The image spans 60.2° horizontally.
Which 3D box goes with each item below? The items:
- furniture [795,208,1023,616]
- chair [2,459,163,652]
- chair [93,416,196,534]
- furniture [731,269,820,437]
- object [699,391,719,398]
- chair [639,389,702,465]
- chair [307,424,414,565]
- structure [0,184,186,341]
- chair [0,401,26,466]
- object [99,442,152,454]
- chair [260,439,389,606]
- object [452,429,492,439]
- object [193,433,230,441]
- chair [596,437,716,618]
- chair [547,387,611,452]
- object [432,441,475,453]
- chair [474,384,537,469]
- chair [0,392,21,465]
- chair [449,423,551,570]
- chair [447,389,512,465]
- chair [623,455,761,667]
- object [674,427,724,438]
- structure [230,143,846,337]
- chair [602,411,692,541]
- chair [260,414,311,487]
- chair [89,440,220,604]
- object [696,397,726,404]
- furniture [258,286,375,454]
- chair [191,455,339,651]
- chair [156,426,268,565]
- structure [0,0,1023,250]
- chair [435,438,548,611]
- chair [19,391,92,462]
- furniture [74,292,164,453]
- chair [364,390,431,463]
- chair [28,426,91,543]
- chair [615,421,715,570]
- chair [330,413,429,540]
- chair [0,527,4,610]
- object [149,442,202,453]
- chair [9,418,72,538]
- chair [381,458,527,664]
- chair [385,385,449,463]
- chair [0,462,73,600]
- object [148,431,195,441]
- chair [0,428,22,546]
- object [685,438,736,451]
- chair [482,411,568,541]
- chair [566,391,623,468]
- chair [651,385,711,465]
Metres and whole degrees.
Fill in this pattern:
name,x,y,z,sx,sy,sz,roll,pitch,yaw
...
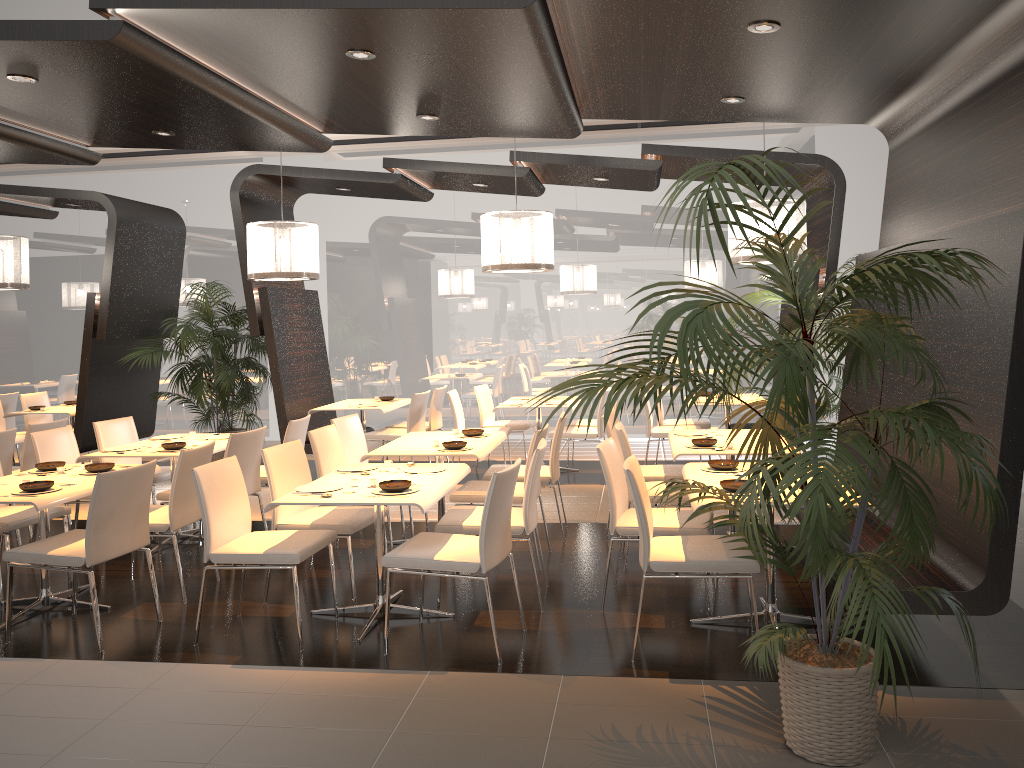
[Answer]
name,x,y,z,sx,sy,sz,roll,pitch,yaw
furniture,2.064,0.011,5.090,0.757,1.673,2.907,-1,3,8
chair,-2.217,0.856,4.612,0.605,0.870,0.484,-1,1,16
chair,-2.883,0.709,6.909,0.605,0.870,0.484,-1,1,16
furniture,2.557,-0.267,8.797,0.757,1.675,1.404,-1,1,8
object,2.039,0.108,9.187,0.303,0.044,0.365,-1,4,7
chair,1.549,0.471,8.639,0.605,0.874,0.484,-1,1,11
chair,-1.022,0.730,5.965,0.605,0.874,0.484,-1,1,11
structure,-6.871,-1.317,10.174,5.931,1.729,1.404,-1,1,8
chair,-5.536,0.582,9.670,0.605,0.870,0.484,-1,1,11
object,-2.718,0.449,6.222,0.335,0.038,0.378,-1,4,2
chair,-1.093,0.790,5.146,0.605,0.874,0.484,-1,1,16
object,-0.312,0.360,6.526,0.303,0.044,0.365,-1,4,7
object,-2.284,0.394,6.831,0.335,0.038,0.377,-2,4,-3
chair,0.789,0.758,4.871,0.605,0.870,0.484,-1,1,16
chair,0.684,0.484,8.755,0.605,0.870,0.484,-1,1,11
object,-0.406,0.409,5.884,0.303,0.044,0.365,-1,4,7
chair,-0.073,0.448,9.541,0.605,0.870,0.484,-1,1,16
chair,-6.185,0.550,10.397,0.605,0.874,0.484,-1,1,11
chair,-0.057,0.713,5.809,0.605,0.870,0.484,-1,1,11
chair,-0.331,0.503,8.888,0.605,0.874,0.484,-1,1,6
chair,0.846,0.804,4.202,0.605,0.870,0.484,-1,1,11
object,1.318,0.341,6.243,0.335,0.038,0.378,-1,4,2
structure,0.213,-1.430,9.143,5.931,1.729,1.404,-1,1,8
chair,0.969,0.650,6.352,0.605,0.874,0.484,-1,1,16
chair,-1.869,0.693,6.769,0.605,0.870,0.484,-1,1,6
chair,-2.124,0.807,5.298,0.605,0.874,0.484,-1,1,6
object,1.945,0.158,8.576,0.335,0.038,0.378,-1,4,2
furniture,-2.046,-0.193,9.468,0.757,1.675,1.404,-1,1,8
chair,-1.274,0.838,4.547,0.605,0.874,0.484,-1,1,11
chair,-2.039,0.748,6.094,0.605,0.874,0.484,-1,1,16
structure,-2.618,-1.120,5.776,10.657,1.737,2.907,-1,3,8
chair,-0.094,0.774,5.002,0.605,0.874,0.484,-1,1,6
chair,-5.320,0.533,10.281,0.605,0.870,0.484,-1,1,11
furniture,-4.527,-0.154,9.829,0.757,1.675,1.404,-1,1,8
chair,-1.155,0.514,9.004,0.605,0.870,0.484,-1,1,16
chair,-3.048,0.756,6.314,0.605,0.870,0.484,-1,1,11
chair,0.977,0.698,5.682,0.605,0.874,0.484,-1,1,6
chair,-1.006,0.678,6.654,0.605,0.870,0.484,-1,1,16
chair,-3.227,0.867,4.832,0.605,0.870,0.484,-1,1,6
object,-2.391,0.437,6.218,0.303,0.044,0.365,-1,4,7
chair,-3.906,0.728,7.022,0.605,0.870,0.484,-1,1,11
chair,-0.264,0.827,4.328,0.605,0.874,0.484,-1,1,16
chair,-1.020,0.469,9.627,0.605,0.874,0.484,-1,1,11
chair,-3.134,0.822,5.426,0.605,0.870,0.484,-1,1,16
object,-2.630,0.403,6.829,0.335,0.038,0.378,-1,4,2
chair,-3.966,0.774,6.397,0.605,0.870,0.484,-1,1,16
object,1.261,0.382,5.643,0.303,0.044,0.365,-1,4,7
chair,0.113,0.661,6.484,0.605,0.870,0.484,-1,1,6
chair,0.899,0.437,9.366,0.605,0.874,0.484,-1,1,11
chair,1.764,0.420,9.249,0.605,0.870,0.484,-1,1,11
